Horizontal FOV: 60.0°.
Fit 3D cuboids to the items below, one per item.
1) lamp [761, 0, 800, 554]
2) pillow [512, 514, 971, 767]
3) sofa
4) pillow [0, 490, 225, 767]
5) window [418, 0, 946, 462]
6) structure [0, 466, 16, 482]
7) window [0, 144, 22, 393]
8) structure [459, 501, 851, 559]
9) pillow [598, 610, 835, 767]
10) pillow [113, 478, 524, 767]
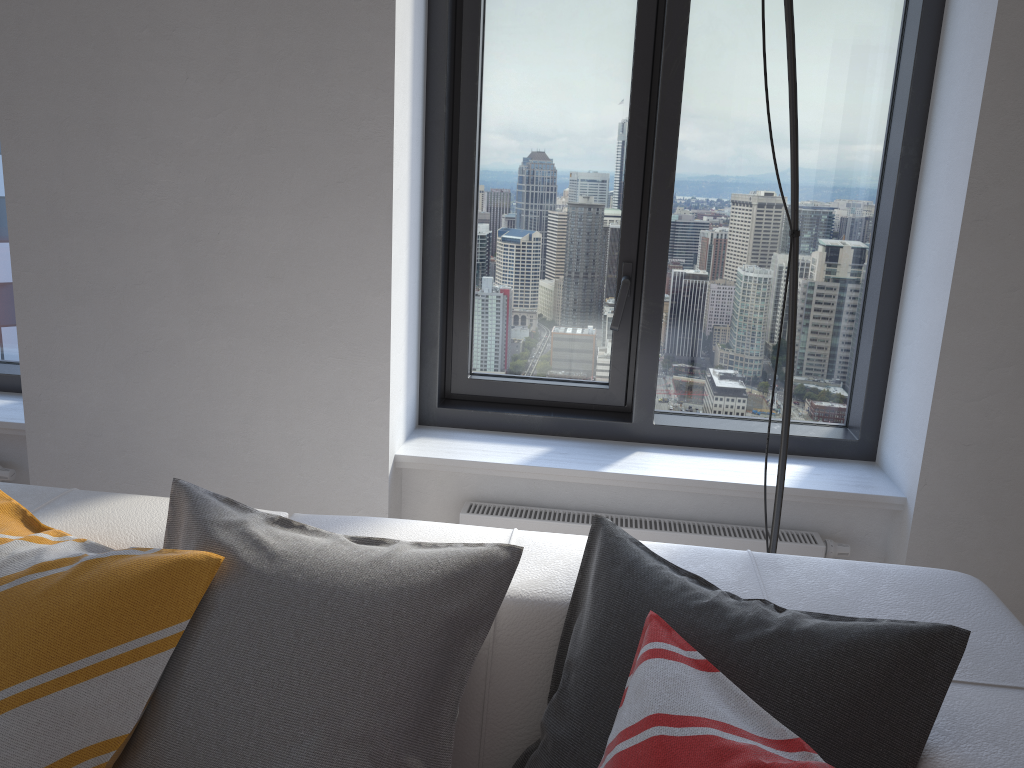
[{"bbox_3d":[0.179,-0.199,0.967,0.710,2.647,3.199,15,18,41],"label":"lamp"},{"bbox_3d":[0.187,0.654,0.382,0.608,0.436,2.120,3,14,2],"label":"pillow"},{"bbox_3d":[-0.680,0.952,0.128,2.614,0.732,3.424,4,14,6],"label":"sofa"},{"bbox_3d":[-0.322,0.583,0.636,0.630,0.440,2.095,-7,17,-36],"label":"pillow"},{"bbox_3d":[0.436,-1.014,2.337,1.310,2.402,0.170,4,14,6],"label":"window"},{"bbox_3d":[-1.929,0.418,2.629,1.015,0.460,0.110,4,14,6],"label":"structure"},{"bbox_3d":[-1.846,-1.184,2.577,1.310,2.402,0.170,4,14,6],"label":"window"},{"bbox_3d":[0.356,0.588,2.388,1.015,0.460,0.110,4,14,6],"label":"structure"},{"bbox_3d":[0.155,0.756,0.072,0.575,0.449,2.250,4,14,3],"label":"pillow"},{"bbox_3d":[-0.184,0.724,0.006,0.647,0.453,2.953,1,14,-6],"label":"pillow"}]
